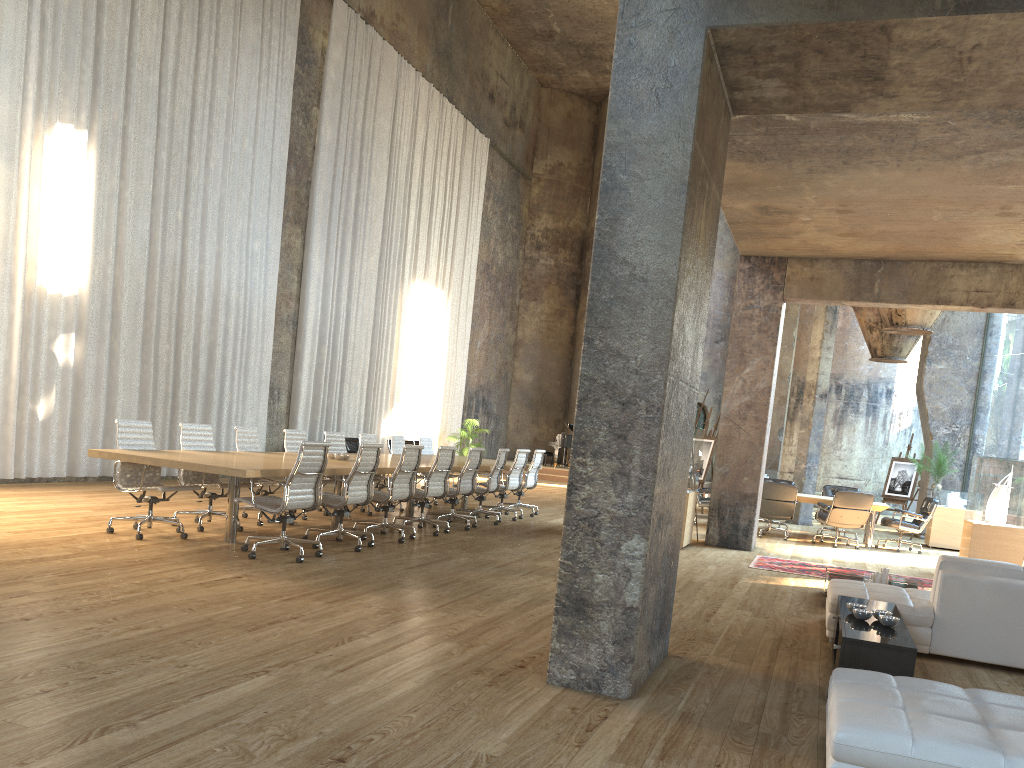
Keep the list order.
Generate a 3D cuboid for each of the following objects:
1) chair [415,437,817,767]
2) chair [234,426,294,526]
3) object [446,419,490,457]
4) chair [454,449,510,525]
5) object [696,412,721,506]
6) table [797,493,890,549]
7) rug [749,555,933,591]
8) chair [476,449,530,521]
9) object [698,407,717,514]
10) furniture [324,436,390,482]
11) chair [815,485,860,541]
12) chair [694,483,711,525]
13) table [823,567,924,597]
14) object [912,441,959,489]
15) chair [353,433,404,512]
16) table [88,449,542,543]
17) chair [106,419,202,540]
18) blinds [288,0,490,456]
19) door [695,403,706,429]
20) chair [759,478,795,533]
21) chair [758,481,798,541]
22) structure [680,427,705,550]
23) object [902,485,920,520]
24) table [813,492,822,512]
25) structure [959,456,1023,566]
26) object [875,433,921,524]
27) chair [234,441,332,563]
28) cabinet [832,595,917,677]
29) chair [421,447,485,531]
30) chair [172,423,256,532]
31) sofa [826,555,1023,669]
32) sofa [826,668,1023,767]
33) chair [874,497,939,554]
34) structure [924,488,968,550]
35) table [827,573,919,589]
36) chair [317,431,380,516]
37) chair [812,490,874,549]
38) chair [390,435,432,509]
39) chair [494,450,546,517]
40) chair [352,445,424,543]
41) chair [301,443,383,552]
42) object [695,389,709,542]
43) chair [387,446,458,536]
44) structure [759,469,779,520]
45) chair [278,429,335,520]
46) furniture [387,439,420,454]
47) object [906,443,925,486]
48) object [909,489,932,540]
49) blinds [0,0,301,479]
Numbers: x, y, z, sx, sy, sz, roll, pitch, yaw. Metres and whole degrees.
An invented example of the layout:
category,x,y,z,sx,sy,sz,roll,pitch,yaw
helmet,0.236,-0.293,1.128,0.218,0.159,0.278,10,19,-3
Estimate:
category,x,y,z,sx,sy,sz,roll,pitch,yaw
chair,1.476,1.609,12.958,12.890,1.038,31.513,5,-3,20
chair,-2.688,1.007,9.633,0.695,1.033,0.664,7,3,19
object,-1.096,1.601,22.224,1.089,1.468,1.125,6,2,11
chair,-0.426,1.352,11.853,0.695,1.033,0.664,7,3,19
object,4.182,1.652,18.993,0.703,2.164,0.677,2,6,-44
table,4.820,2.181,14.425,2.399,0.705,1.104,5,-1,19
rug,4.062,2.234,10.223,2.451,0.009,1.346,5,-3,20
chair,-0.146,1.422,12.662,0.694,1.033,0.665,7,3,28
object,3.647,1.504,17.180,0.687,2.164,0.693,3,5,-38
furniture,-2.778,1.445,16.563,0.705,0.847,1.872,6,-1,20
chair,5.565,2.190,14.965,0.726,0.899,0.821,6,1,20
chair,3.378,1.965,14.939,0.817,0.899,0.728,6,2,16
table,3.456,1.966,8.449,0.855,0.248,0.370,5,-1,19
object,7.800,1.486,16.209,0.854,0.947,0.687,6,2,22
chair,-1.788,1.230,12.190,0.694,1.033,0.665,7,3,25
table,-1.590,1.312,10.834,1.593,0.763,7.716,5,-3,20
chair,-3.239,0.867,8.004,0.694,1.033,0.665,7,3,25
blinds,-2.318,-2.355,19.541,0.273,8.711,7.824,8,2,21
door,5.266,1.678,25.925,0.906,2.315,0.090,4,5,-22
chair,4.520,2.102,15.333,0.725,0.899,0.822,7,1,26
chair,4.118,1.987,13.904,0.727,0.899,0.819,6,1,14
structure,2.067,1.321,11.425,0.591,1.560,0.741,7,4,20
object,8.594,2.643,18.554,0.656,0.980,0.569,6,3,14
table,6.735,2.757,20.344,1.862,0.550,0.941,5,-1,19
structure,6.050,1.706,10.999,0.591,1.560,0.741,7,4,20
object,8.757,2.154,19.691,0.686,2.164,0.693,2,5,-41
chair,-1.969,0.973,7.545,0.694,1.033,0.665,7,3,25
cabinet,2.168,1.614,5.388,0.394,0.371,1.562,6,-2,20
chair,-0.745,1.274,10.977,0.694,1.033,0.665,7,3,25
chair,-2.976,0.936,8.827,0.694,1.033,0.665,7,3,28
sofa,3.707,1.689,7.286,2.054,0.726,2.929,5,-3,20
sofa,2.296,1.343,3.329,2.058,0.726,1.071,5,-1,19
chair,6.224,2.203,13.925,0.818,0.899,0.728,6,2,14
structure,7.619,2.347,15.164,0.731,1.022,0.742,7,2,20
table,3.330,1.957,8.103,0.786,0.204,1.110,5,-3,20
chair,-2.087,1.156,11.343,0.694,1.033,0.665,7,3,28
chair,5.075,2.069,13.600,0.730,0.899,0.815,6,1,-7
chair,-1.482,1.306,13.055,0.695,1.033,0.665,7,3,23
chair,0.111,1.490,13.487,0.694,1.033,0.665,7,3,25
chair,-1.342,1.127,9.301,0.694,1.033,0.665,7,3,25
chair,-1.649,1.051,8.437,0.695,1.033,0.665,7,3,23
object,2.375,1.121,12.248,0.681,2.164,0.698,7,4,19
chair,-1.043,1.201,10.149,0.694,1.033,0.665,7,3,28
structure,4.859,2.187,17.521,0.739,1.022,0.734,7,2,20
chair,-2.386,1.083,10.515,0.694,1.033,0.665,7,3,25
furniture,-1.976,1.642,18.811,0.705,0.847,1.872,6,-1,20
object,8.645,1.690,18.518,0.681,0.947,0.862,8,2,40
object,7.824,2.442,16.162,0.661,0.980,0.564,4,3,-34
blinds,-5.222,-3.069,11.404,0.273,8.711,7.824,8,2,21
